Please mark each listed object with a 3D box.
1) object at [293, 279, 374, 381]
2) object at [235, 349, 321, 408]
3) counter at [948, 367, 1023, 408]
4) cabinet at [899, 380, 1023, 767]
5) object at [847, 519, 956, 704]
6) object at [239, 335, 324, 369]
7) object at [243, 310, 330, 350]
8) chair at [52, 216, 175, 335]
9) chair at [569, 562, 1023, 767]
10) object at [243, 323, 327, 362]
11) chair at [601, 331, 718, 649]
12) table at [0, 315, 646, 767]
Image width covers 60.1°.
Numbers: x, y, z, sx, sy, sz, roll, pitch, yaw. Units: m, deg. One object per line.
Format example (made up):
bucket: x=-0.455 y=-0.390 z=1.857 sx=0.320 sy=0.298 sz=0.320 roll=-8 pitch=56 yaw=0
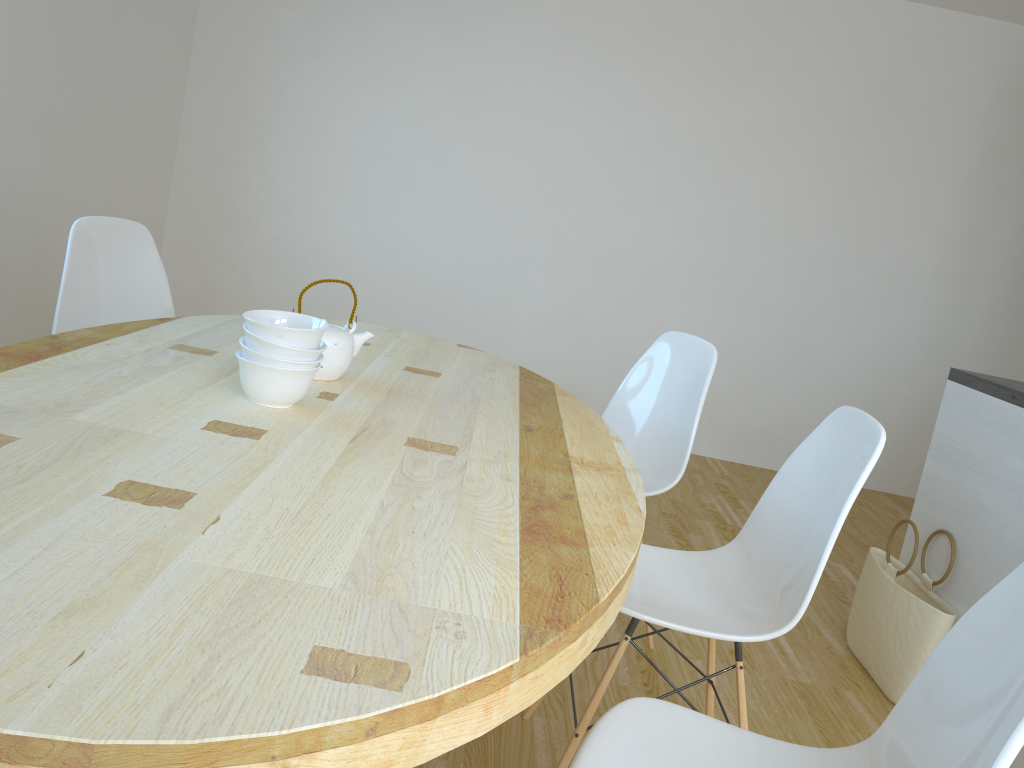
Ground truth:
object: x=-0.388 y=-0.118 z=1.883 sx=0.177 sy=0.210 sz=0.148 roll=11 pitch=8 yaw=-2
object: x=-0.429 y=-0.006 z=1.604 sx=0.153 sy=0.082 sz=0.152 roll=19 pitch=12 yaw=37
counter: x=1.678 y=0.251 z=1.633 sx=0.600 sy=0.040 sz=2.423 roll=11 pitch=11 yaw=-2
cabinet: x=1.583 y=0.709 z=1.693 sx=0.600 sy=0.902 sz=2.423 roll=11 pitch=10 yaw=-2
object: x=0.740 y=0.602 z=2.479 sx=1.186 sy=0.497 sz=0.476 roll=7 pitch=10 yaw=-23
object: x=-0.421 y=-0.028 z=1.599 sx=0.152 sy=0.092 sz=0.152 roll=19 pitch=12 yaw=37
object: x=-0.411 y=-0.078 z=1.591 sx=0.153 sy=0.086 sz=0.152 roll=16 pitch=11 yaw=26
chair: x=-1.066 y=0.004 z=2.577 sx=0.527 sy=0.894 sz=0.430 roll=16 pitch=9 yaw=28
chair: x=0.305 y=0.564 z=1.113 sx=0.525 sy=0.894 sz=0.431 roll=14 pitch=8 yaw=18
object: x=-0.414 y=-0.050 z=1.595 sx=0.151 sy=0.095 sz=0.153 roll=14 pitch=10 yaw=15
chair: x=0.237 y=0.267 z=2.592 sx=0.521 sy=0.894 sz=0.435 roll=7 pitch=9 yaw=-31
table: x=-0.417 y=0.384 z=1.747 sx=1.193 sy=0.719 sz=2.211 roll=11 pitch=10 yaw=-3
